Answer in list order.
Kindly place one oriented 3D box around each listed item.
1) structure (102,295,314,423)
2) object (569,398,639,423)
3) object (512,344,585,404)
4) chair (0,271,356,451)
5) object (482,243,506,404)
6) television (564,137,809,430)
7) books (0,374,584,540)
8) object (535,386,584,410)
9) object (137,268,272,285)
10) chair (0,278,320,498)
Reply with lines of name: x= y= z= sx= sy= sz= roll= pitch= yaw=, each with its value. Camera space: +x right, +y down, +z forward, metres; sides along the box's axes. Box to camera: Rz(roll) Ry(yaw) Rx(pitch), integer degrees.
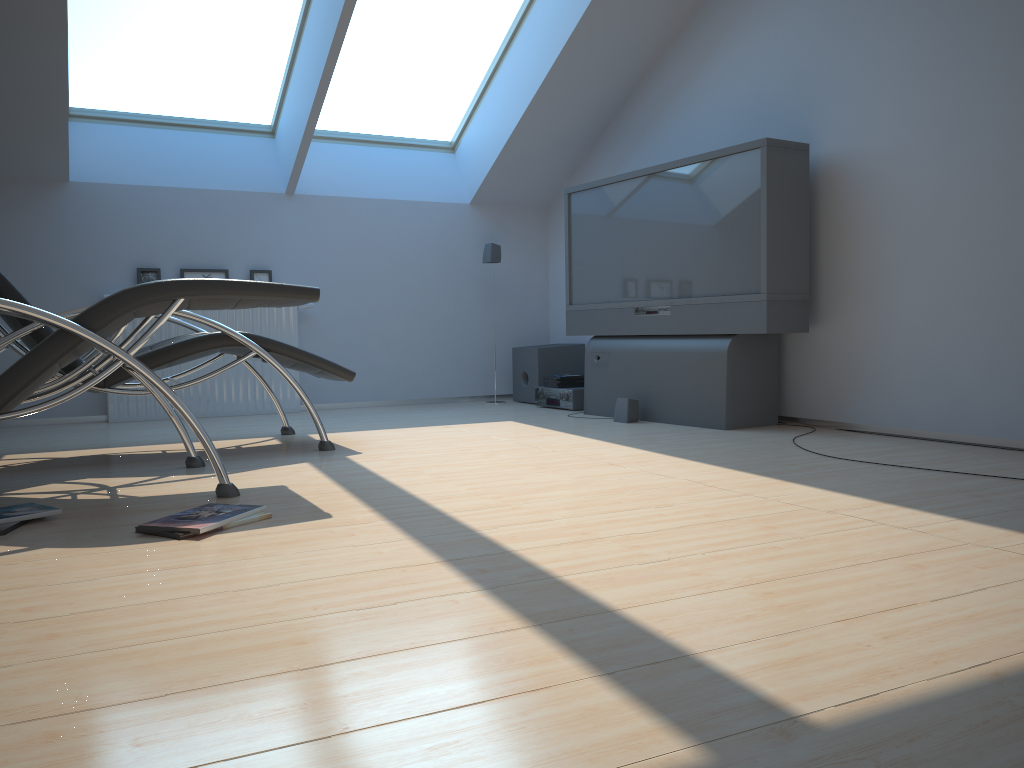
structure: x=-1.961 y=-0.183 z=5.863 sx=1.324 sy=0.800 sz=0.120 roll=-3 pitch=4 yaw=-27
object: x=0.543 y=0.121 z=5.565 sx=0.394 sy=0.141 sz=1.163 roll=-1 pitch=3 yaw=2
object: x=0.271 y=-0.085 z=6.595 sx=0.401 sy=0.424 sz=0.400 roll=-3 pitch=4 yaw=-27
chair: x=-1.734 y=-0.308 z=3.993 sx=1.938 sy=1.251 sz=0.836 roll=-3 pitch=4 yaw=-27
object: x=-0.132 y=-0.445 z=6.567 sx=0.158 sy=1.181 sz=0.160 roll=-3 pitch=4 yaw=-27
television: x=0.929 y=-0.514 z=5.136 sx=0.400 sy=1.446 sz=1.686 roll=-3 pitch=4 yaw=-32
books: x=-0.401 y=0.184 z=4.022 sx=1.045 sy=0.222 sz=4.790 roll=1 pitch=4 yaw=30
object: x=0.422 y=0.088 z=6.085 sx=0.358 sy=0.138 sz=0.450 roll=-3 pitch=4 yaw=-32
object: x=-2.012 y=-0.666 z=5.844 sx=0.846 sy=0.180 sz=0.030 roll=-3 pitch=4 yaw=-27
chair: x=-1.741 y=-0.096 z=2.904 sx=2.114 sy=0.953 sz=0.836 roll=-3 pitch=4 yaw=-27
